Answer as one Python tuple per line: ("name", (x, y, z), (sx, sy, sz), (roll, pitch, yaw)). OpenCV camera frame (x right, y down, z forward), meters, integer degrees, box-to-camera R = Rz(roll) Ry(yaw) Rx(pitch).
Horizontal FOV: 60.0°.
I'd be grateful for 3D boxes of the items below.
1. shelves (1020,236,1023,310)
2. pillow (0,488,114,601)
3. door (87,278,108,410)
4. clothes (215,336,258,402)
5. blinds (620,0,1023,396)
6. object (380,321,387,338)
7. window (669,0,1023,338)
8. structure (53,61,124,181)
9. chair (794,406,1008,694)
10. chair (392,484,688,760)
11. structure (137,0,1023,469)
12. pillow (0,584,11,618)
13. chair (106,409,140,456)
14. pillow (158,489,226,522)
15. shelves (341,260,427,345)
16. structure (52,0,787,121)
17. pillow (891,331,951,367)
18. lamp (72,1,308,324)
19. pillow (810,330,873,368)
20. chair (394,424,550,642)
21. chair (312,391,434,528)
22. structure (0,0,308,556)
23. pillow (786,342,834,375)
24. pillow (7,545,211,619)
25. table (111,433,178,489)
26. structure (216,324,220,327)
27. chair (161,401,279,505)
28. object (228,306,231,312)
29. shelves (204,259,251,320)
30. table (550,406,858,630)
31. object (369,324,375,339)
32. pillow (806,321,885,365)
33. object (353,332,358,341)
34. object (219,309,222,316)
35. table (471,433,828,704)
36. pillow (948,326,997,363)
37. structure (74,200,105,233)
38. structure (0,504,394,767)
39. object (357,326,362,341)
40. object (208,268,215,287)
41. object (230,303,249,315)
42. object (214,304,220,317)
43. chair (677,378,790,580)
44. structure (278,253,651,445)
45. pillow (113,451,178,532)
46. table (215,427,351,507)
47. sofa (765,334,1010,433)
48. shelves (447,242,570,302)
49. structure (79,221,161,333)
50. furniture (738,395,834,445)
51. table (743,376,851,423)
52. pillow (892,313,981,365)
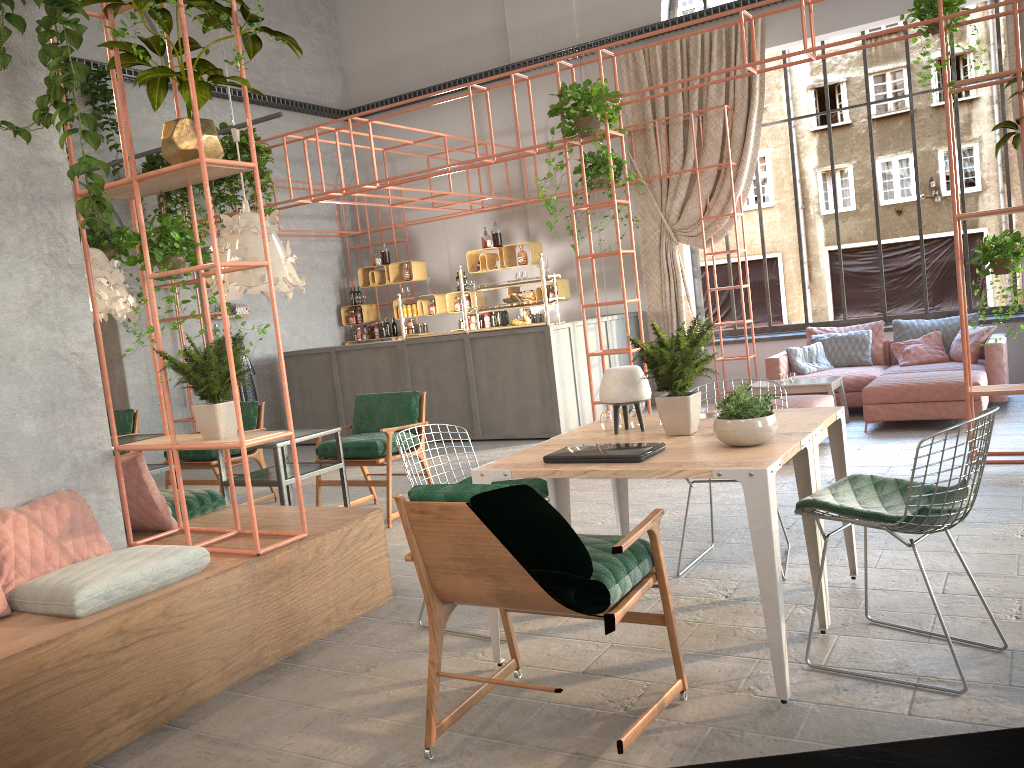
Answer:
("shelves", (5.476, -0.686, 8.647), (0.842, 1.618, 0.856), (-4, 6, 31))
("pillow", (-2.065, 0.705, 3.850), (0.289, 0.385, 0.666), (-4, 5, 27))
("door", (-5.405, -0.152, 10.032), (0.551, 2.729, 1.360), (-4, 6, 31))
("clothes", (-3.569, -0.128, 11.469), (0.366, 0.997, 0.625), (-6, 5, 11))
("blinds", (3.688, -2.146, 10.085), (4.957, 4.389, 0.414), (-3, 6, 32))
("object", (-2.123, -0.642, 13.123), (0.711, 0.529, 0.084), (-3, 6, 34))
("window", (3.913, -3.446, 10.368), (4.127, 5.538, 0.089), (-4, 6, 31))
("structure", (-4.998, -2.695, 9.371), (0.856, 1.514, 1.939), (-4, 5, 25))
("chair", (1.441, 0.563, 3.316), (0.565, 0.941, 0.717), (-11, 7, -42))
("chair", (0.106, 0.744, 3.047), (0.722, 0.917, 0.685), (-4, 6, 31))
("structure", (2.777, -1.382, 8.330), (14.689, 4.247, 4.157), (-4, 6, 31))
("pillow", (-2.378, 0.741, 3.286), (0.839, 0.474, 0.276), (-10, 6, -38))
("chair", (-4.061, 0.746, 8.659), (0.722, 0.930, 0.685), (-4, 6, 31))
("pillow", (-2.079, 0.729, 5.215), (0.637, 0.149, 0.491), (-3, 6, 32))
("shelves", (-1.686, -0.822, 12.946), (1.750, 1.838, 0.328), (-4, 6, 31))
("structure", (0.028, -3.543, 3.460), (15.203, 0.110, 15.603), (-4, 6, 31))
("pillow", (4.193, -0.359, 9.120), (0.479, 0.317, 0.441), (-5, 5, 13))
("lamp", (-3.462, -2.455, 6.703), (4.456, 4.052, 0.704), (-4, 6, 31))
("pillow", (3.570, -0.368, 9.640), (0.666, 0.385, 0.289), (-4, 6, 32))
("chair", (-0.150, 0.664, 4.268), (0.717, 0.941, 0.565), (-3, 6, 32))
("chair", (-1.067, 0.558, 6.848), (0.722, 0.929, 0.685), (-4, 6, 31))
("structure", (-2.474, -0.859, 2.675), (14.096, 4.345, 4.501), (-4, 6, 30))
("pillow", (3.221, -0.266, 9.511), (0.500, 0.324, 0.307), (-9, 5, -23))
("pillow", (-1.672, 0.812, 3.711), (0.491, 0.149, 0.637), (-3, 6, 32))
("table", (-3.038, 0.841, 6.972), (0.602, 0.798, 0.635), (-4, 6, 31))
("structure", (-3.773, -0.748, 11.348), (0.019, 0.044, 0.066), (-4, 6, 31))
("chair", (-2.580, 0.653, 7.763), (0.722, 0.930, 0.685), (-4, 6, 31))
("object", (-3.678, -0.979, 11.406), (0.081, 0.204, 0.081), (-4, 6, 31))
("shelves", (-3.664, -1.240, 11.425), (0.186, 0.790, 0.560), (-4, 6, 31))
("table", (0.915, 0.592, 4.212), (1.214, 0.830, 0.694), (-4, 6, 31))
("object", (-2.056, -0.771, 13.047), (0.105, 0.219, 0.073), (-3, 6, 37))
("pillow", (3.654, -0.420, 9.759), (0.839, 0.474, 0.276), (-4, 6, 31))
("object", (-2.330, -0.710, 13.219), (0.073, 0.131, 0.073), (-10, 6, -34))
("object", (-3.711, -0.942, 11.331), (0.063, 0.151, 0.063), (-5, 5, 17))
("table", (0.565, 0.683, 3.616), (1.205, 0.830, 0.694), (-4, 6, 31))
("pillow", (4.549, -0.395, 8.838), (0.308, 0.349, 0.495), (-7, 5, -9))
("structure", (-4.997, -1.859, 9.493), (0.063, 0.505, 1.312), (-4, 6, 31))
("structure", (-4.264, 1.352, 4.381), (5.831, 0.500, 4.386), (-4, 6, 31))
("object", (-2.266, -0.752, 13.162), (0.070, 0.209, 0.070), (-5, 5, 21))
("object", (-3.787, -1.374, 11.259), (0.145, 0.336, 0.136), (-2, 7, 45))
("object", (-3.565, -0.975, 11.591), (0.129, 0.149, 0.219), (-4, 6, 31))
("object", (-3.763, -0.939, 11.285), (0.055, 0.164, 0.092), (-11, 6, -40))
("chair", (1.148, 0.482, 4.646), (0.565, 0.941, 0.717), (-4, 5, 27))
("structure", (-0.652, -0.462, 11.668), (4.057, 2.022, 2.579), (-4, 6, 31))
("pillow", (-2.222, 0.596, 4.783), (0.839, 0.474, 0.276), (-5, 5, 22))
("table", (-1.539, 0.747, 6.065), (0.602, 0.798, 0.635), (-4, 6, 31))
("sofa", (3.646, -0.019, 8.806), (2.219, 0.672, 1.960), (-4, 6, 31))
("shelves", (-0.045, -0.925, 11.954), (1.750, 1.838, 0.328), (-4, 6, 31))
("structure", (-4.699, -1.308, 10.115), (0.921, 1.527, 0.950), (-4, 6, 30))
("furniture", (2.196, 0.358, 7.630), (0.976, 0.446, 0.941), (-4, 6, 31))
("table", (2.761, 0.204, 8.657), (0.916, 0.455, 0.520), (-4, 6, 31))
("pillow", (4.423, -0.465, 9.281), (0.836, 0.476, 0.273), (-4, 6, 31))
